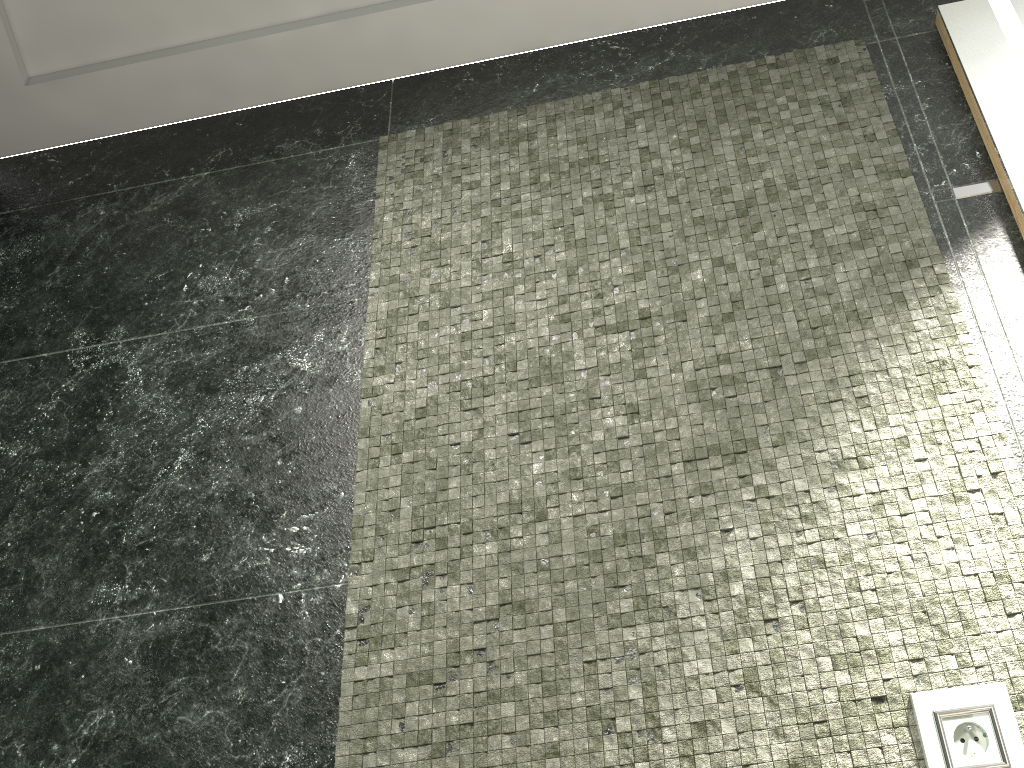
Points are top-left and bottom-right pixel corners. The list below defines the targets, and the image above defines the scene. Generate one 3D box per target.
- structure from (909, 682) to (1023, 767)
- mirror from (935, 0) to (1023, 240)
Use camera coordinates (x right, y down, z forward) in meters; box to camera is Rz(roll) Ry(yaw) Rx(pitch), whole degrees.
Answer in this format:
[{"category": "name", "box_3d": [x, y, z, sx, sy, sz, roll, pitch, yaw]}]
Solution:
[{"category": "structure", "box_3d": [0.587, 0.455, 1.118, 0.121, 0.128, 0.017, -7, -31, 7]}, {"category": "mirror", "box_3d": [1.196, -0.124, 1.327, 0.667, 1.575, 0.043, -6, -31, 7]}]
